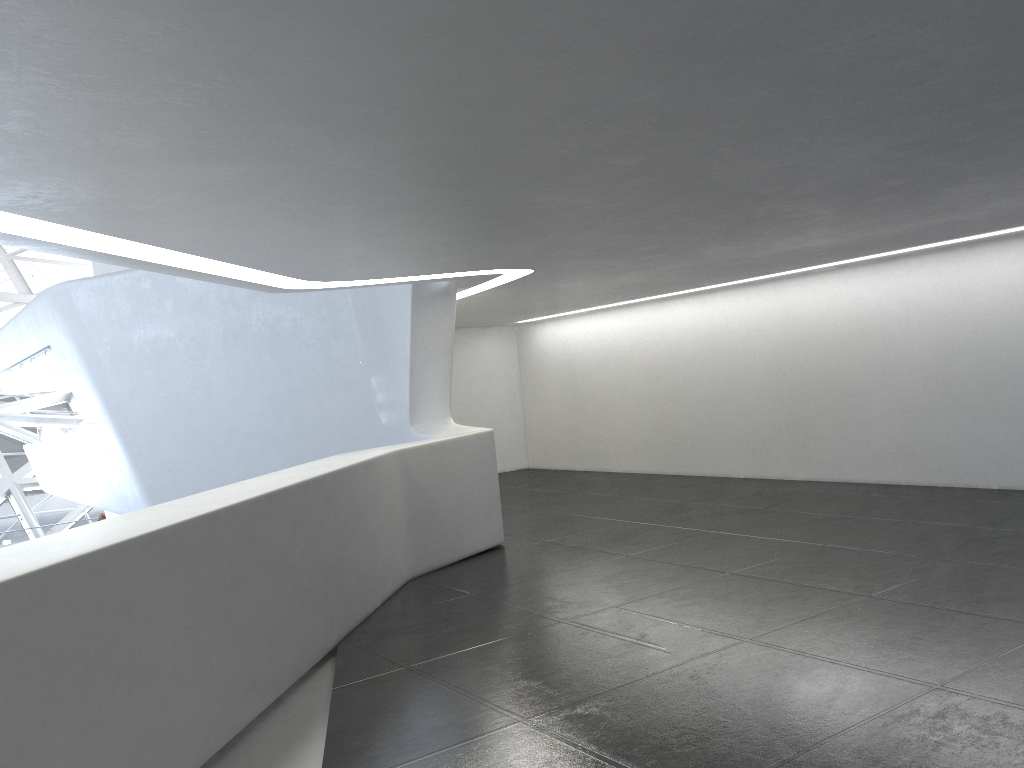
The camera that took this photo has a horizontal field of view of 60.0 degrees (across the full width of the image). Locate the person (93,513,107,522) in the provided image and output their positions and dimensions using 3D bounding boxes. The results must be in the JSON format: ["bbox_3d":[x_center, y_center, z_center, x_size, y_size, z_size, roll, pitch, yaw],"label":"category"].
[{"bbox_3d":[-17.692,6.383,37.553,0.875,1.706,0.001,-6,0,-14],"label":"person"}]
